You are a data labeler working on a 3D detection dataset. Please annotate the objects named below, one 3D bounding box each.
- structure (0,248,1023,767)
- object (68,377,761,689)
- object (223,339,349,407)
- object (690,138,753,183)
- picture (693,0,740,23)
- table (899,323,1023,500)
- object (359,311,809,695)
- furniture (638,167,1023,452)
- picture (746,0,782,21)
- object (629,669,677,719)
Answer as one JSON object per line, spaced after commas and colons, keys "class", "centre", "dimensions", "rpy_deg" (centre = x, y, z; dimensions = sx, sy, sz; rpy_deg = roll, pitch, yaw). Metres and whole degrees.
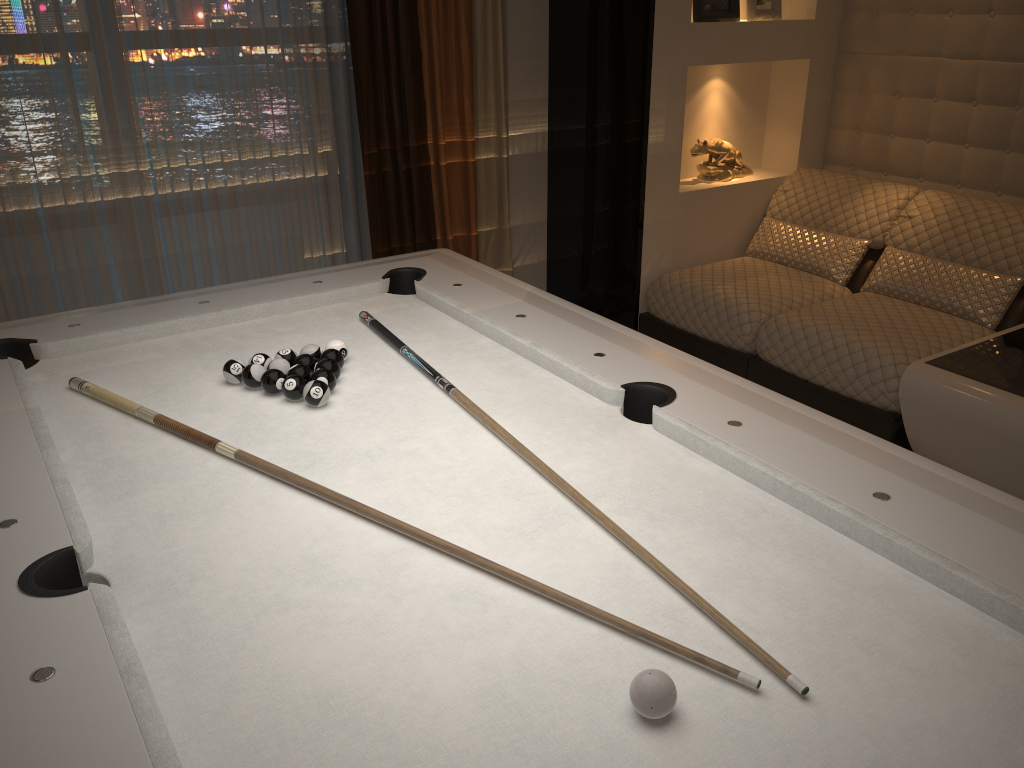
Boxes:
{"class": "structure", "centre": [-0.184, 0.515, 1.713], "dimensions": [1.659, 0.812, 2.912], "rpy_deg": [-15, 28, -30]}
{"class": "object", "centre": [-0.337, 0.184, 1.539], "dimensions": [1.605, 0.026, 0.028], "rpy_deg": [16, 29, 33]}
{"class": "object", "centre": [-0.463, -0.040, 2.015], "dimensions": [0.299, 0.057, 0.265], "rpy_deg": [14, 27, 29]}
{"class": "object", "centre": [0.985, -1.048, 4.131], "dimensions": [0.409, 0.202, 0.124], "rpy_deg": [-13, 27, -27]}
{"class": "picture", "centre": [0.848, -1.624, 3.722], "dimensions": [0.264, 0.209, 0.090], "rpy_deg": [-15, 28, -30]}
{"class": "table", "centre": [1.903, 0.124, 3.023], "dimensions": [1.143, 0.457, 0.608], "rpy_deg": [-15, 28, -30]}
{"class": "object", "centre": [-0.020, 0.095, 1.735], "dimensions": [0.028, 0.026, 1.605], "rpy_deg": [-13, 26, -26]}
{"class": "furniture", "centre": [1.383, -0.358, 3.685], "dimensions": [1.107, 0.810, 1.312], "rpy_deg": [-15, 28, -30]}
{"class": "picture", "centre": [1.086, -1.711, 3.851], "dimensions": [0.211, 0.262, 0.094], "rpy_deg": [-15, 28, -30]}
{"class": "object", "centre": [0.170, 0.372, 1.066], "dimensions": [0.057, 0.057, 0.057], "rpy_deg": [11, 26, 24]}
